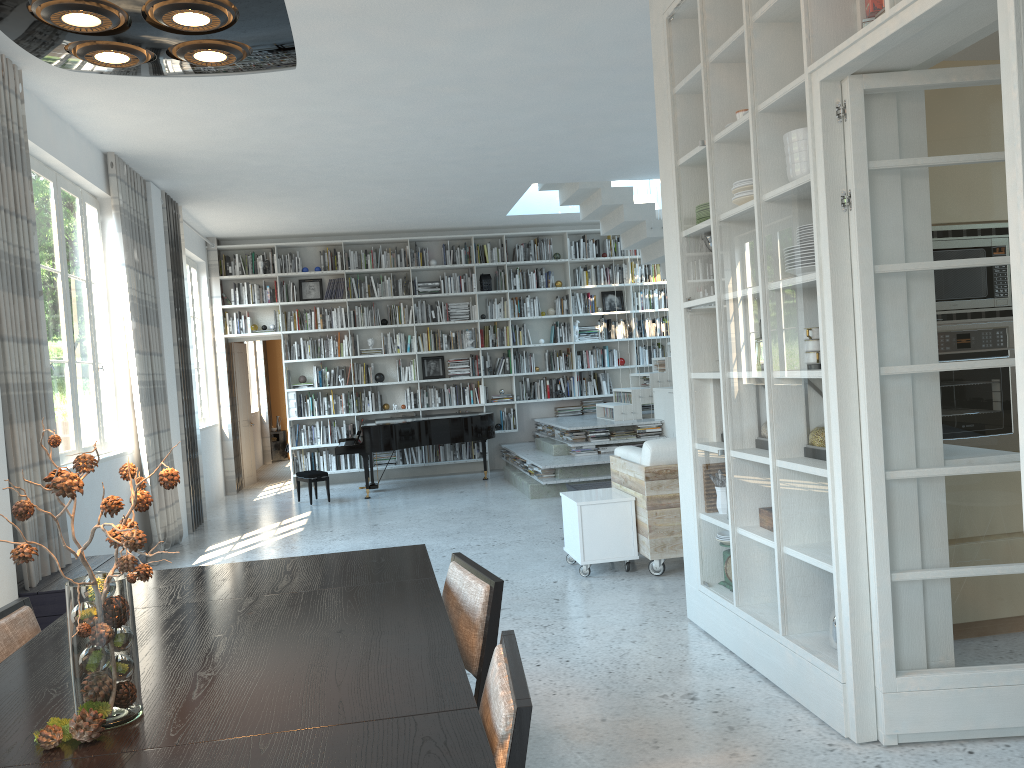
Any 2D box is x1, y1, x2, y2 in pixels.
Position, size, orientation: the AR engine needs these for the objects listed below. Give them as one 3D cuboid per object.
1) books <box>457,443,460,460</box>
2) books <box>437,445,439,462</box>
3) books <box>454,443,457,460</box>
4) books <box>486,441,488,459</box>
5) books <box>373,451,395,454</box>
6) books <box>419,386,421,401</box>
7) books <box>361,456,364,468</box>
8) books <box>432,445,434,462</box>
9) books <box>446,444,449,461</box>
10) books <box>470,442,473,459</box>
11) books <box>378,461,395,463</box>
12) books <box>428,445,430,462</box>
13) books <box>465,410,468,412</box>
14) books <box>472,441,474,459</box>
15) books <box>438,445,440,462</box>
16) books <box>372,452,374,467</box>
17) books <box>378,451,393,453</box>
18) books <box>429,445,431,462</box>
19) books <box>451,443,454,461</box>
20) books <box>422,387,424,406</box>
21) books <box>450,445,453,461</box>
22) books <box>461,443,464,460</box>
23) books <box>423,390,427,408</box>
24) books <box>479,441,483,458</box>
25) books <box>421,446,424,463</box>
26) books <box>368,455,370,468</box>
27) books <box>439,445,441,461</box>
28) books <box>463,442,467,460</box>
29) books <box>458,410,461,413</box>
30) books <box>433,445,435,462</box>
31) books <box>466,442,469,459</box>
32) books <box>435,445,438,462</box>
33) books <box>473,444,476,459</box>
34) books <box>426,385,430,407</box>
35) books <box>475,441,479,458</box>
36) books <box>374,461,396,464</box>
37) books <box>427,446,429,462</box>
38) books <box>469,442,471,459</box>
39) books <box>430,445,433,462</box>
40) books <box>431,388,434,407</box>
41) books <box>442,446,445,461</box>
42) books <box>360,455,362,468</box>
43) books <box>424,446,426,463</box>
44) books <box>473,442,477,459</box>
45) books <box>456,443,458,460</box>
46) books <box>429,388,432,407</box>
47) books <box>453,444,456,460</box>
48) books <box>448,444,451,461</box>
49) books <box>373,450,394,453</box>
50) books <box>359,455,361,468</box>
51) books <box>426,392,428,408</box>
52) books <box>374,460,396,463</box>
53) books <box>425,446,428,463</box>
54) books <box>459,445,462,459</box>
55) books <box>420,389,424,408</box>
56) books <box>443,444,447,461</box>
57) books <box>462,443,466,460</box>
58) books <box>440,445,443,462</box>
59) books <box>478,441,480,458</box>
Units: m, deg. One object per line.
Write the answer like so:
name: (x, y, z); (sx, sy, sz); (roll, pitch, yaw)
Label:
books: (-0.724, 0.875, 11.811); (0.024, 0.262, 0.131); (-4, 2, -9)
books: (-0.990, 0.905, 11.771); (0.012, 0.239, 0.128); (-4, 2, -9)
books: (-0.756, 0.840, 11.788); (0.014, 0.336, 0.182); (-4, 2, -9)
books: (-0.362, 0.847, 11.793); (0.038, 0.269, 0.277); (-4, 1, -9)
books: (-1.679, 0.895, 11.665); (0.285, 0.005, 0.159); (-4, 1, -9)
books: (-1.218, 0.173, 11.723); (0.012, 0.285, 0.159); (-4, 2, -9)
books: (-1.962, 0.995, 11.621); (0.025, 0.198, 0.160); (-4, 2, -9)
books: (-1.060, 0.861, 11.751); (0.012, 0.337, 0.144); (-4, 2, -9)
books: (-0.864, 0.898, 11.792); (0.030, 0.235, 0.138); (-4, 2, -9)
books: (-0.552, 0.874, 11.839); (0.028, 0.239, 0.140); (-4, 2, -9)
books: (-1.668, 1.022, 11.660); (0.254, 0.007, 0.161); (-4, 1, -13)
books: (-1.107, 0.863, 11.751); (0.014, 0.340, 0.139); (-4, 2, -9)
books: (-0.593, 0.500, 11.754); (0.015, 0.293, 0.169); (-4, 2, -9)
books: (-0.531, 0.863, 11.827); (0.011, 0.258, 0.171); (-4, 2, -9)
books: (-0.980, 0.886, 11.776); (0.012, 0.276, 0.154); (-4, 2, -9)
books: (-1.839, 0.944, 11.639); (0.027, 0.282, 0.129); (-4, 2, -9)
books: (-1.679, 0.890, 11.662); (0.254, 0.006, 0.161); (-4, 1, -8)
books: (-1.095, 0.902, 11.766); (0.010, 0.259, 0.131); (-4, 2, -9)
books: (-0.790, 0.868, 11.788); (0.013, 0.285, 0.184); (-4, 2, -9)
books: (-1.176, 0.175, 11.720); (0.011, 0.275, 0.146); (-4, 2, -9)
books: (-0.808, 0.910, 11.799); (0.024, 0.203, 0.144); (-4, 2, -9)
books: (-0.662, 0.899, 11.798); (0.010, 0.206, 0.180); (-4, 2, -9)
books: (-1.154, 0.195, 11.713); (0.027, 0.234, 0.167); (-4, 2, -9)
books: (-0.425, 0.876, 11.841); (0.029, 0.218, 0.191); (-4, 2, -9)
books: (-1.193, 0.920, 11.750); (0.021, 0.237, 0.115); (-4, 2, -9)
books: (-1.886, 0.973, 11.623); (0.023, 0.231, 0.164); (-4, 2, -9)
books: (-0.968, 0.895, 11.779); (0.012, 0.255, 0.150); (-4, 2, -9)
books: (-0.627, 0.853, 11.809); (0.011, 0.293, 0.184); (-4, 2, -9)
books: (-0.684, 0.502, 11.735); (0.013, 0.303, 0.181); (-4, 2, -9)
books: (-1.036, 0.872, 11.755); (0.034, 0.311, 0.170); (-4, 2, -9)
books: (-0.597, 0.872, 11.803); (0.044, 0.251, 0.187); (-4, 2, -9)
books: (-1.008, 0.902, 11.771); (0.022, 0.247, 0.143); (-4, 2, -9)
books: (-0.513, 0.895, 11.840); (0.024, 0.191, 0.155); (-4, 2, -9)
books: (-1.110, 0.163, 11.749); (0.027, 0.291, 0.140); (-4, 2, -9)
books: (-0.468, 0.874, 11.849); (0.028, 0.227, 0.162); (-4, 2, -9)
books: (-1.667, 1.029, 11.657); (0.285, 0.007, 0.159); (-4, 1, -4)
books: (-1.117, 0.883, 11.733); (0.014, 0.301, 0.184); (-4, 2, -9)
books: (-0.571, 0.837, 11.811); (0.013, 0.317, 0.186); (-4, 2, -9)
books: (-1.076, 0.899, 11.759); (0.025, 0.264, 0.145); (-4, 2, -9)
books: (-1.055, 0.182, 11.734); (0.027, 0.246, 0.179); (-4, 2, -9)
books: (-0.919, 0.921, 11.793); (0.030, 0.197, 0.143); (-4, 2, -9)
books: (-1.982, 0.980, 11.622); (0.012, 0.230, 0.138); (-4, 2, -9)
books: (-1.156, 0.917, 11.751); (0.010, 0.238, 0.134); (-4, 2, -9)
books: (-0.489, 0.887, 11.834); (0.022, 0.205, 0.191); (-4, 1, -9)
books: (-0.741, 0.863, 11.792); (0.014, 0.288, 0.184); (-4, 2, -9)
books: (-1.083, 0.182, 11.747); (0.024, 0.248, 0.132); (-4, 2, -9)
books: (-0.771, 0.903, 11.796); (0.022, 0.213, 0.167); (-4, 2, -9)
books: (-0.836, 0.883, 11.796); (0.028, 0.261, 0.132); (-4, 2, -9)
books: (-1.678, 0.885, 11.653); (0.285, 0.005, 0.159); (-4, 1, -4)
books: (-1.995, 0.953, 11.616); (0.012, 0.285, 0.159); (-4, 2, -9)
books: (-1.130, 0.206, 11.729); (0.024, 0.208, 0.170); (-4, 2, -9)
books: (-1.669, 1.014, 11.664); (0.285, 0.007, 0.159); (-4, 1, -7)
books: (-1.135, 0.907, 11.730); (0.026, 0.256, 0.183); (-4, 2, -9)
books: (-0.692, 0.897, 11.825); (0.040, 0.212, 0.129); (-4, 2, -9)
books: (-1.196, 0.192, 11.724); (0.029, 0.244, 0.154); (-4, 2, -9)
books: (-0.893, 0.871, 11.784); (0.026, 0.294, 0.155); (-4, 2, -9)
books: (-0.644, 0.895, 11.806); (0.029, 0.210, 0.170); (-4, 2, -9)
books: (-0.943, 0.918, 11.758); (0.028, 0.206, 0.174); (-4, 2, -9)
books: (-0.447, 0.858, 11.843); (0.012, 0.256, 0.176); (-4, 2, -9)
